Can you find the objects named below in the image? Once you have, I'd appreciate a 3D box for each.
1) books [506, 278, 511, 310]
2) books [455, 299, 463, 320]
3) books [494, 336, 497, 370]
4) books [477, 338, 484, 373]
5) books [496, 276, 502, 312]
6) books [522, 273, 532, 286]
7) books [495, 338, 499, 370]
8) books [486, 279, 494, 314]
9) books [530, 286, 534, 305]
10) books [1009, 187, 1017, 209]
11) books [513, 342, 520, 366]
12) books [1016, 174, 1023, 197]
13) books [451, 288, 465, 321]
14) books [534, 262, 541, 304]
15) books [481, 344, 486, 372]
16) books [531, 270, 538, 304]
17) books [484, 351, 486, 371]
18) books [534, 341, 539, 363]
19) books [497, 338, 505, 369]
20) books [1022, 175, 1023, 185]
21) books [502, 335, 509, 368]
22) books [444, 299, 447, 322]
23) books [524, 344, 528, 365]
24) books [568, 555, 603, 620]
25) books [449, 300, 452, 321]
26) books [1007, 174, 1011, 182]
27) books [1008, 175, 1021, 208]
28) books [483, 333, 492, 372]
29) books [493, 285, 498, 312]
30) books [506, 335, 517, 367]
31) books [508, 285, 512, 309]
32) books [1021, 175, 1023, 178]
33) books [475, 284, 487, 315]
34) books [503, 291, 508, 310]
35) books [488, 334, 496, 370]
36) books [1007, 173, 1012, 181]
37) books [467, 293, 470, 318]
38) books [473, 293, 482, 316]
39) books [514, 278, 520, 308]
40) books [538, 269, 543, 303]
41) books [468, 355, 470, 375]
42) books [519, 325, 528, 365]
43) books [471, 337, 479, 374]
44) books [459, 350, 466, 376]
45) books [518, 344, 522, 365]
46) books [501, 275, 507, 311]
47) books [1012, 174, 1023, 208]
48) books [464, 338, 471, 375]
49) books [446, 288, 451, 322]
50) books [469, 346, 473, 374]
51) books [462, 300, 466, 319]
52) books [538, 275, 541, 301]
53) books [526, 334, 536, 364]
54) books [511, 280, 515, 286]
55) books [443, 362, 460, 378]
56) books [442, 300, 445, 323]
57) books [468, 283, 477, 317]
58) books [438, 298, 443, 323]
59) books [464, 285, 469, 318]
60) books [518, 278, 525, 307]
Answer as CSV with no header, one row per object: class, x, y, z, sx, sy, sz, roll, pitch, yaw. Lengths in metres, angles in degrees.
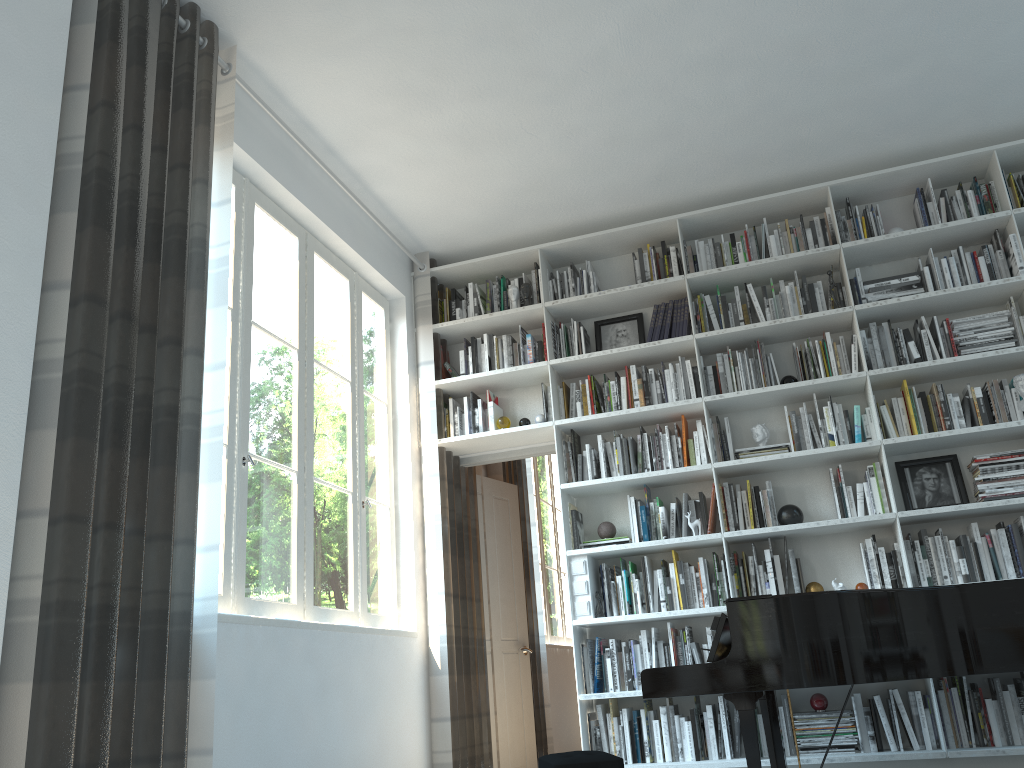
books,0.002,-0.508,5.567,0.013,0.274,0.159,-10,-19,16
books,-0.310,-0.417,5.627,0.028,0.186,0.182,-10,-20,16
books,-0.072,-0.145,5.467,0.013,0.267,0.162,-10,-19,16
books,-0.175,-0.131,5.516,0.028,0.287,0.133,-10,-19,16
books,-0.064,-0.512,5.584,0.014,0.303,0.146,-10,-19,16
books,0.105,-0.532,5.544,0.013,0.291,0.155,-10,-19,16
books,-0.060,-0.138,5.460,0.012,0.248,0.192,-10,-19,16
books,-0.118,-0.494,5.592,0.039,0.281,0.182,-10,-19,16
books,0.147,-0.491,5.508,0.028,0.184,0.168,-10,-20,16
books,2.684,-0.936,4.770,0.015,0.192,0.160,-10,-19,16
books,0.048,-0.134,5.440,0.028,0.211,0.139,-10,-19,16
books,2.744,-0.979,4.762,0.008,0.261,0.142,-10,-19,16
books,-0.338,-0.452,5.646,0.025,0.268,0.177,-10,-19,16
books,0.181,-0.571,5.515,0.014,0.336,0.168,-10,-19,16
books,-0.149,-0.112,5.500,0.024,0.238,0.156,-10,-19,16
books,0.167,-0.543,5.517,0.022,0.285,0.175,-10,-19,16
books,-0.135,-0.104,5.481,0.010,0.208,0.165,-10,-19,16
books,0.174,-0.146,5.406,0.029,0.195,0.146,-10,-19,16
books,-0.044,-0.138,5.455,0.022,0.243,0.174,-10,-19,16
books,2.750,-0.973,4.738,0.015,0.233,0.171,-10,-19,16
books,-0.013,-0.152,5.447,0.025,0.260,0.167,-10,-19,16
books,-0.392,-0.417,5.667,0.023,0.222,0.151,-10,-19,16
books,0.116,-0.131,5.415,0.031,0.182,0.151,-10,-19,16
books,0.410,1.128,4.870,0.106,0.338,0.308,-10,-20,16
books,-0.358,-0.411,5.646,0.024,0.194,0.167,-10,-19,16
books,2.695,-0.973,4.766,0.006,0.259,0.166,-10,-19,16
books,2.685,-0.967,4.751,0.007,0.238,0.192,-10,-19,16
books,-0.128,-0.148,5.475,0.021,0.285,0.179,-10,-19,16
books,-0.079,-0.482,5.595,0.030,0.256,0.130,-10,-19,16
books,0.014,-0.152,5.437,0.030,0.250,0.166,-10,-19,16
books,0.019,-0.488,5.554,0.021,0.225,0.157,-10,-19,16
books,2.770,-0.979,4.772,0.007,0.263,0.133,-10,-19,16
books,-0.168,-0.481,5.588,0.057,0.261,0.191,-10,-19,16
books,-0.015,-0.465,5.552,0.024,0.186,0.160,-10,-19,16
books,-0.095,-0.149,5.486,0.037,0.290,0.156,-10,-19,16
books,2.704,-0.980,4.777,0.007,0.278,0.150,-10,-19,16
books,-0.243,-0.442,5.630,0.024,0.226,0.158,-10,-19,16
books,-0.196,-0.447,5.594,0.030,0.205,0.176,-10,-19,16
books,0.061,-0.509,5.542,0.021,0.252,0.179,-10,-19,16
books,0.217,-0.547,5.462,0.024,0.251,0.235,-10,-20,16
books,-0.237,-0.072,5.528,0.024,0.191,0.138,-10,-19,16
books,0.086,-0.189,5.426,0.012,0.302,0.189,-10,-19,16
books,-0.206,-0.131,5.501,0.023,0.281,0.186,-10,-19,16
books,-0.281,-0.081,5.530,0.034,0.217,0.167,-10,-19,16
books,0.078,-0.129,5.437,0.029,0.197,0.144,-10,-19,16
books,-0.041,-0.518,5.589,0.029,0.313,0.129,-10,-19,16
books,2.721,-0.978,4.760,0.034,0.260,0.158,-10,-19,16
books,-0.261,-0.122,5.538,0.011,0.295,0.163,-10,-19,16
books,-0.380,-0.452,5.663,0.014,0.285,0.175,-10,-19,16
books,-0.224,-0.100,5.503,0.023,0.227,0.172,-10,-19,16
books,-0.275,-0.419,5.643,0.031,0.195,0.145,-10,-19,16
books,0.204,-0.536,5.503,0.025,0.258,0.138,-10,-19,16
books,0.136,-0.165,5.394,0.029,0.228,0.192,-10,-19,16
books,0.036,-0.503,5.538,0.025,0.243,0.168,-10,-19,16
books,-0.350,-0.046,5.555,0.121,0.175,0.130,-10,-19,16
books,-0.412,-0.412,5.683,0.024,0.227,0.130,-10,-19,16
books,-0.223,-0.476,5.623,0.028,0.282,0.190,-10,-19,16
books,-0.436,-0.411,5.667,0.014,0.218,0.189,-10,-19,16
books,-0.263,-0.467,5.636,0.010,0.280,0.161,-10,-19,16
books,0.083,-0.517,5.533,0.027,0.258,0.147,-10,-19,16
